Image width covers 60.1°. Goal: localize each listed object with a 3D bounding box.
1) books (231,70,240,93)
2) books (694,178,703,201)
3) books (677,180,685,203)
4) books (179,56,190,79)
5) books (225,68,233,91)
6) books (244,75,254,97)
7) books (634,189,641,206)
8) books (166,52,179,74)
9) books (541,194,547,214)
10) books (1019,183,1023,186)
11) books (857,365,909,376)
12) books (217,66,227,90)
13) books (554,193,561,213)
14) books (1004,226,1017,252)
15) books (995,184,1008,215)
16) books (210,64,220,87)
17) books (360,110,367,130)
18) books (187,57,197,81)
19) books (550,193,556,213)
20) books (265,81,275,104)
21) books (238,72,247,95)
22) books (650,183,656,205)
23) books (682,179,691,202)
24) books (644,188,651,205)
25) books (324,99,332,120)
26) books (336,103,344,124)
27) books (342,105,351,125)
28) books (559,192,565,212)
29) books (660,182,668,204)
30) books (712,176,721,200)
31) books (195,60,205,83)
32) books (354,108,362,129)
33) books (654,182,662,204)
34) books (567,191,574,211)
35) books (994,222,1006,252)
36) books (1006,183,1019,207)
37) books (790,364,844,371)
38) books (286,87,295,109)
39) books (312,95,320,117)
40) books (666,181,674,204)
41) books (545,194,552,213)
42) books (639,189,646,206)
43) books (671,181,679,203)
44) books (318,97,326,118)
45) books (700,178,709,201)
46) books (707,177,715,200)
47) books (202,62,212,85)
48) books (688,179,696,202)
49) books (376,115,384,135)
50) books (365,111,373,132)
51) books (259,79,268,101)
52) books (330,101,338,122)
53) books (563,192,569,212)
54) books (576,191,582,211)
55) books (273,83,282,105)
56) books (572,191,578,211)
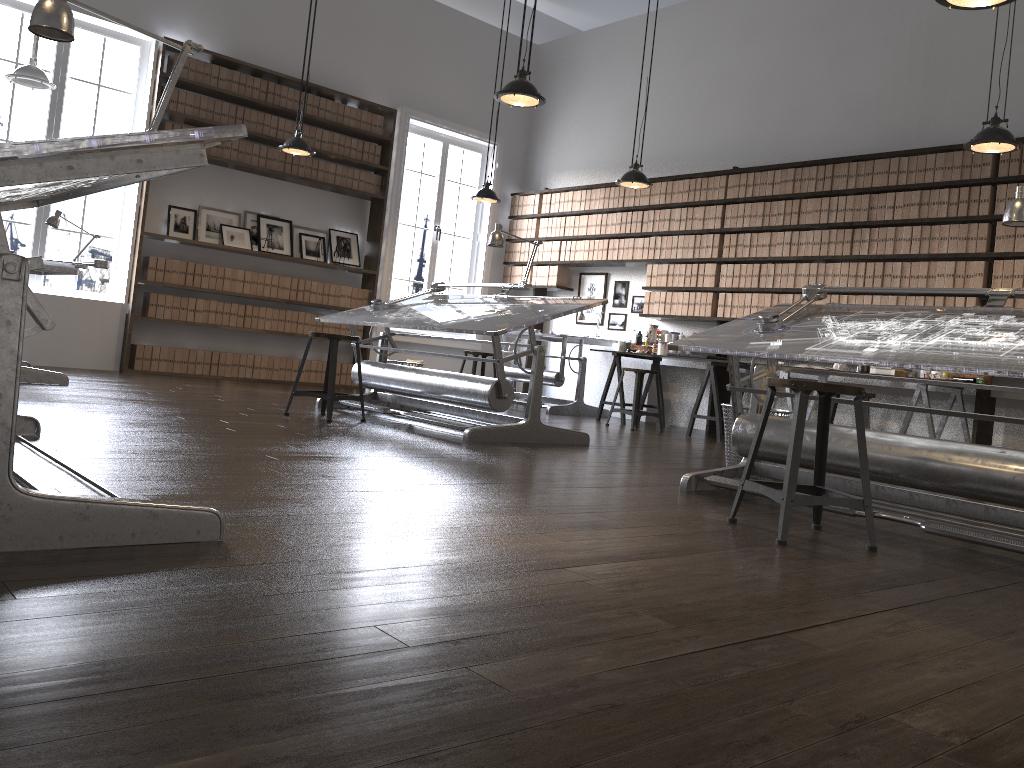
[{"bbox_3d":[-2.669,-2.856,8.443,0.066,0.226,0.175,7,-1,-41],"label":"books"},{"bbox_3d":[1.832,-1.840,8.480,0.174,0.226,0.067,6,-1,-41],"label":"books"},{"bbox_3d":[1.696,-1.859,8.637,0.174,0.226,0.067,6,-1,-41],"label":"books"},{"bbox_3d":[-3.034,-2.887,8.128,0.066,0.226,0.175,7,-1,-41],"label":"books"},{"bbox_3d":[-2.722,-2.861,8.403,0.066,0.226,0.175,7,-1,-41],"label":"books"},{"bbox_3d":[-2.569,-2.848,8.537,0.066,0.226,0.175,7,-1,-41],"label":"books"},{"bbox_3d":[1.342,-1.910,9.057,0.174,0.226,0.067,6,-1,-41],"label":"books"},{"bbox_3d":[-3.088,-2.892,8.081,0.066,0.226,0.175,7,-1,-41],"label":"books"},{"bbox_3d":[0.431,-2.039,10.125,0.174,0.226,0.067,6,-1,-41],"label":"books"},{"bbox_3d":[3.659,-1.300,6.290,0.174,0.226,0.067,6,-1,-41],"label":"books"},{"bbox_3d":[2.764,-0.132,6.661,0.384,0.148,0.295,5,1,-41],"label":"books"},{"bbox_3d":[-2.769,-2.865,8.361,0.066,0.226,0.175,7,-1,-41],"label":"books"},{"bbox_3d":[0.570,-2.019,9.955,0.174,0.226,0.067,6,-1,-41],"label":"books"},{"bbox_3d":[3.591,-1.038,6.329,0.174,0.226,0.067,6,-1,-41],"label":"books"},{"bbox_3d":[3.568,-1.313,6.402,0.174,0.226,0.067,6,-1,-41],"label":"books"},{"bbox_3d":[-2.822,-2.869,8.312,0.066,0.226,0.175,7,-1,-41],"label":"books"},{"bbox_3d":[-1.613,-2.767,9.354,0.066,0.226,0.175,7,-1,-41],"label":"books"},{"bbox_3d":[-2.981,-2.883,8.177,0.066,0.226,0.175,7,-1,-41],"label":"books"},{"bbox_3d":[0.527,-2.026,10.012,0.174,0.226,0.067,6,-1,-41],"label":"books"},{"bbox_3d":[-2.402,-2.834,8.674,0.066,0.226,0.175,7,-1,-41],"label":"books"},{"bbox_3d":[-2.622,-2.853,8.491,0.066,0.226,0.175,7,-1,-41],"label":"books"},{"bbox_3d":[1.474,-1.891,8.900,0.174,0.226,0.067,6,-1,-41],"label":"books"},{"bbox_3d":[1.741,-1.853,8.580,0.174,0.226,0.067,6,-1,-41],"label":"books"},{"bbox_3d":[1.427,-1.897,8.948,0.174,0.226,0.067,6,-1,-41],"label":"books"},{"bbox_3d":[-1.925,-2.793,9.089,0.066,0.226,0.175,7,-1,-41],"label":"books"},{"bbox_3d":[-1.821,-2.785,9.181,0.066,0.226,0.175,7,-1,-41],"label":"books"},{"bbox_3d":[-1.766,-2.780,9.224,0.066,0.226,0.175,7,-1,-41],"label":"books"},{"bbox_3d":[0.619,-2.013,9.904,0.174,0.226,0.067,6,-1,-41],"label":"books"},{"bbox_3d":[1.559,-1.879,8.795,0.174,0.226,0.067,6,-1,-41],"label":"books"},{"bbox_3d":[1.970,-1.820,8.316,0.174,0.226,0.067,6,-1,-41],"label":"books"},{"bbox_3d":[-2.931,-2.879,8.226,0.066,0.226,0.175,7,-1,-41],"label":"books"},{"bbox_3d":[-1.666,-2.771,9.314,0.066,0.226,0.175,7,-1,-41],"label":"books"},{"bbox_3d":[1.513,-1.885,8.852,0.174,0.226,0.067,6,-1,-41],"label":"books"},{"bbox_3d":[0.704,-2.000,9.795,0.174,0.226,0.067,6,-1,-41],"label":"books"},{"bbox_3d":[3.554,-1.044,6.380,0.174,0.226,0.067,6,-1,-41],"label":"books"},{"bbox_3d":[3.612,-1.307,6.345,0.174,0.226,0.067,6,-1,-41],"label":"books"},{"bbox_3d":[2.367,-0.125,6.846,0.255,0.029,0.355,5,2,-40],"label":"books"},{"bbox_3d":[-2.243,-2.820,8.814,0.066,0.226,0.175,7,-1,-41],"label":"books"},{"bbox_3d":[-2.032,-2.802,8.992,0.066,0.226,0.175,7,-1,-41],"label":"books"},{"bbox_3d":[1.607,-1.872,8.744,0.174,0.226,0.067,6,-1,-41],"label":"books"},{"bbox_3d":[0.474,-2.033,10.065,0.174,0.226,0.067,6,-1,-41],"label":"books"},{"bbox_3d":[1.388,-1.903,9.003,0.174,0.226,0.067,6,-1,-41],"label":"books"},{"bbox_3d":[1.654,-1.865,8.693,0.174,0.226,0.067,6,-1,-41],"label":"books"},{"bbox_3d":[-1.977,-2.798,9.039,0.066,0.226,0.175,7,-1,-41],"label":"books"},{"bbox_3d":[1.881,-1.833,8.424,0.174,0.226,0.067,6,-1,-41],"label":"books"},{"bbox_3d":[1.928,-1.827,8.372,0.174,0.226,0.067,6,-1,-41],"label":"books"},{"bbox_3d":[-2.878,-2.874,8.270,0.066,0.226,0.175,7,-1,-41],"label":"books"},{"bbox_3d":[1.787,-1.846,8.525,0.174,0.226,0.067,6,-1,-41],"label":"books"},{"bbox_3d":[-1.456,-2.753,9.491,0.066,0.226,0.175,7,-1,-41],"label":"books"},{"bbox_3d":[-1.566,-2.763,9.402,0.066,0.226,0.175,7,-1,-41],"label":"books"},{"bbox_3d":[-2.462,-2.839,8.630,0.066,0.226,0.175,7,-1,-41],"label":"books"},{"bbox_3d":[-1.875,-2.789,9.137,0.066,0.226,0.175,7,-1,-41],"label":"books"},{"bbox_3d":[0.665,-2.006,9.850,0.174,0.226,0.067,6,-1,-41],"label":"books"},{"bbox_3d":[0.790,-1.988,9.698,0.174,0.226,0.067,6,-1,-41],"label":"books"},{"bbox_3d":[-2.350,-2.829,8.727,0.066,0.226,0.175,7,-1,-41],"label":"books"},{"bbox_3d":[0.751,-1.994,9.747,0.174,0.226,0.067,6,-1,-41],"label":"books"}]
